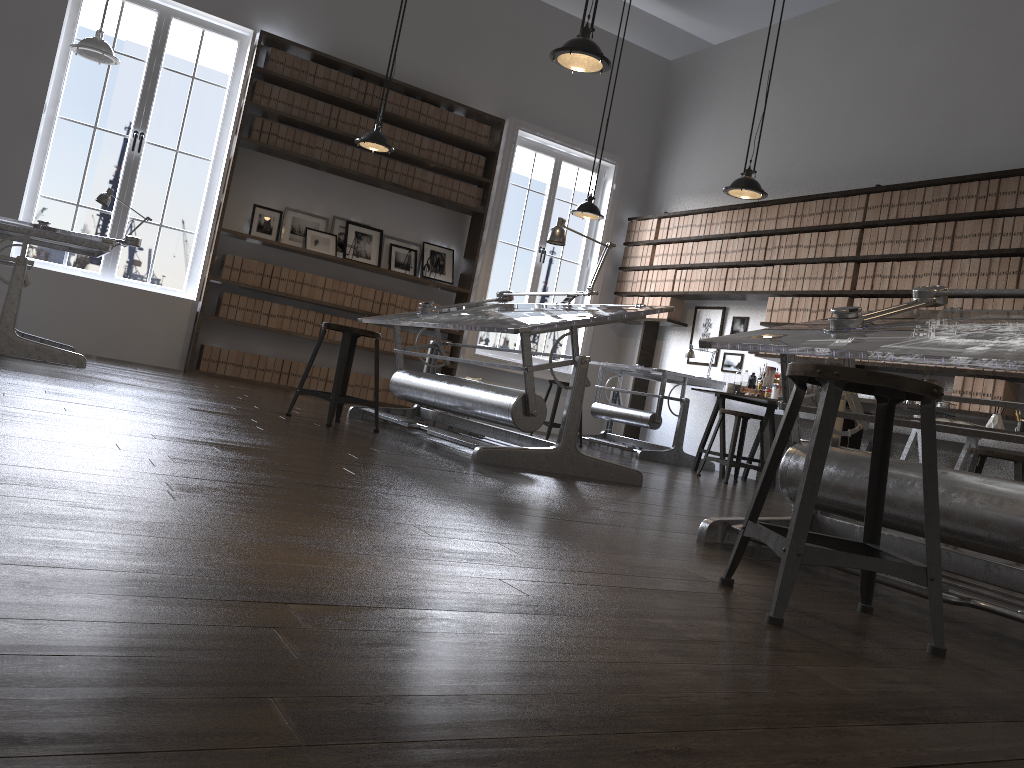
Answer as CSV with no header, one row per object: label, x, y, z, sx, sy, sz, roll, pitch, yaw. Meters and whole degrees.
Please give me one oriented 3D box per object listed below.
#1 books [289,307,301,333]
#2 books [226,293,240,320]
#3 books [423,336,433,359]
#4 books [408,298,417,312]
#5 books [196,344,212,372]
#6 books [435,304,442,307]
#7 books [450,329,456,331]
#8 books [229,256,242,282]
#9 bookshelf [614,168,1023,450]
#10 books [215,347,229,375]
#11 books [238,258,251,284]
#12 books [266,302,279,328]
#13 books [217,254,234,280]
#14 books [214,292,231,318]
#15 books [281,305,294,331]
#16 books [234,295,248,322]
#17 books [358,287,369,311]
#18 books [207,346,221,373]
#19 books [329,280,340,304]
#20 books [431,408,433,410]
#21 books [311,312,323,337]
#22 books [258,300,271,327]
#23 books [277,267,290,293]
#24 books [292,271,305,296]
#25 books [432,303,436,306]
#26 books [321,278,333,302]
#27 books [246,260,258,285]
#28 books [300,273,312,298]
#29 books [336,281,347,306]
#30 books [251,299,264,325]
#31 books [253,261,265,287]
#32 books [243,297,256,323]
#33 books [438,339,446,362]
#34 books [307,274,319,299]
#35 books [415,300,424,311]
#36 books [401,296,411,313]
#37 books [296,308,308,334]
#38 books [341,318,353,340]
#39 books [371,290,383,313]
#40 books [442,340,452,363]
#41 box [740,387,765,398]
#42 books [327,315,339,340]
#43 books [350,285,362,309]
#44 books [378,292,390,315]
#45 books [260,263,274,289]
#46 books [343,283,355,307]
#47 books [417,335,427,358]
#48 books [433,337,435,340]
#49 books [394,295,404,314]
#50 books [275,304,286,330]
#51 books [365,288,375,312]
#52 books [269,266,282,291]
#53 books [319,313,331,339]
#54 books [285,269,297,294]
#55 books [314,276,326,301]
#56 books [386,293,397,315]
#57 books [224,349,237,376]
books,-1.991,-0.584,8.022,0.066,0.226,0.175,13,-3,-30
books,-2.457,-0.676,7.746,0.066,0.226,0.175,13,-3,-30
books,-0.856,-0.358,8.672,0.066,0.226,0.175,13,-3,-30
books,-1.001,-0.716,8.580,0.066,0.226,0.175,13,-3,-30
books,-2.664,-0.226,7.657,0.066,0.226,0.175,13,-3,-30
books,-0.775,-0.671,8.705,0.066,0.226,0.175,13,-3,-30
books,-0.600,-0.637,8.805,0.066,0.226,0.175,13,-3,-30
books,-2.431,-1.000,7.745,0.066,0.226,0.175,13,-3,-30
bookshelf,3.384,0.159,5.603,0.371,3.215,9.202,13,-2,-30
books,-2.542,-0.201,7.721,0.066,0.226,0.175,13,-3,-30
books,-2.370,-0.988,7.780,0.066,0.226,0.175,13,-3,-30
books,-2.157,-0.617,7.923,0.066,0.226,0.175,13,-3,-30
books,-2.495,-1.013,7.712,0.066,0.226,0.175,13,-3,-30
books,-2.518,-0.689,7.710,0.066,0.226,0.175,13,-3,-30
books,-2.046,-0.595,7.984,0.066,0.226,0.175,13,-3,-30
books,-2.397,-0.665,7.784,0.066,0.226,0.175,13,-3,-30
books,-1.423,-0.800,8.328,0.066,0.226,0.175,13,-3,-30
books,-2.604,-0.214,7.690,0.066,0.226,0.175,13,-3,-30
books,-1.667,-0.849,8.193,0.066,0.226,0.175,13,-3,-30
books,-0.827,0.139,8.719,0.066,0.226,0.175,13,-3,-30
books,-1.811,-0.548,8.127,0.066,0.226,0.175,13,-3,-30
books,-2.218,-0.629,7.886,0.066,0.226,0.175,13,-3,-30
books,-2.075,-0.929,7.954,0.066,0.226,0.175,13,-3,-30
books,-1.956,-0.906,8.027,0.066,0.226,0.175,13,-3,-30
books,-0.832,-0.683,8.674,0.066,0.226,0.175,13,-3,-30
books,-1.725,-0.860,8.155,0.066,0.226,0.175,13,-3,-30
books,-2.318,-0.978,7.815,0.066,0.226,0.175,13,-3,-30
books,-1.896,-0.894,8.055,0.066,0.226,0.175,13,-3,-30
books,-1.609,-0.837,8.229,0.066,0.226,0.175,13,-3,-30
books,-2.279,-0.641,7.854,0.066,0.226,0.175,13,-3,-30
books,-2.264,-0.967,7.849,0.066,0.226,0.175,13,-3,-30
books,-2.340,-0.653,7.822,0.066,0.226,0.175,13,-3,-30
books,-0.741,-0.336,8.746,0.066,0.226,0.175,13,-3,-30
books,-1.842,-0.883,8.092,0.066,0.226,0.175,13,-3,-30
books,-0.941,-0.704,8.608,0.066,0.226,0.175,13,-3,-30
books,-1.061,-0.728,8.545,0.066,0.226,0.175,13,-3,-30
books,-1.931,-0.572,8.057,0.066,0.226,0.175,13,-3,-30
books,-1.565,-0.499,8.265,0.066,0.226,0.175,13,-3,-30
books,-1.309,-0.777,8.402,0.066,0.226,0.175,13,-3,-30
books,-0.679,-0.323,8.777,0.066,0.226,0.175,13,-3,-30
box,1.994,0.084,7.274,0.137,0.083,0.212,12,-1,-30
books,-1.684,-0.523,8.200,0.066,0.226,0.175,13,-3,-30
books,-1.485,-0.812,8.293,0.066,0.226,0.175,13,-3,-30
books,-1.243,-0.764,8.434,0.066,0.226,0.175,13,-3,-30
books,-2.198,-0.954,7.881,0.066,0.226,0.175,13,-3,-30
books,-1.548,-0.825,8.260,0.066,0.226,0.175,13,-3,-30
books,-0.914,-0.370,8.644,0.066,0.226,0.175,13,-3,-30
books,-0.801,-0.348,8.711,0.066,0.226,0.175,13,-3,-30
books,-1.119,-0.740,8.506,0.066,0.226,0.175,13,-3,-30
books,-2.105,-0.607,7.955,0.066,0.226,0.175,13,-3,-30
books,-1.372,-0.790,8.363,0.066,0.226,0.175,13,-3,-30
books,-2.137,-0.942,7.923,0.066,0.226,0.175,13,-3,-30
books,-1.744,-0.535,8.159,0.066,0.226,0.175,13,-3,-30
books,-2.017,-0.918,7.992,0.066,0.226,0.175,13,-3,-30
books,-1.788,-0.872,8.121,0.066,0.226,0.175,13,-3,-30
books,-1.182,-0.752,8.476,0.066,0.226,0.175,13,-3,-30
books,-2.482,-0.189,7.758,0.066,0.226,0.175,13,-3,-30
